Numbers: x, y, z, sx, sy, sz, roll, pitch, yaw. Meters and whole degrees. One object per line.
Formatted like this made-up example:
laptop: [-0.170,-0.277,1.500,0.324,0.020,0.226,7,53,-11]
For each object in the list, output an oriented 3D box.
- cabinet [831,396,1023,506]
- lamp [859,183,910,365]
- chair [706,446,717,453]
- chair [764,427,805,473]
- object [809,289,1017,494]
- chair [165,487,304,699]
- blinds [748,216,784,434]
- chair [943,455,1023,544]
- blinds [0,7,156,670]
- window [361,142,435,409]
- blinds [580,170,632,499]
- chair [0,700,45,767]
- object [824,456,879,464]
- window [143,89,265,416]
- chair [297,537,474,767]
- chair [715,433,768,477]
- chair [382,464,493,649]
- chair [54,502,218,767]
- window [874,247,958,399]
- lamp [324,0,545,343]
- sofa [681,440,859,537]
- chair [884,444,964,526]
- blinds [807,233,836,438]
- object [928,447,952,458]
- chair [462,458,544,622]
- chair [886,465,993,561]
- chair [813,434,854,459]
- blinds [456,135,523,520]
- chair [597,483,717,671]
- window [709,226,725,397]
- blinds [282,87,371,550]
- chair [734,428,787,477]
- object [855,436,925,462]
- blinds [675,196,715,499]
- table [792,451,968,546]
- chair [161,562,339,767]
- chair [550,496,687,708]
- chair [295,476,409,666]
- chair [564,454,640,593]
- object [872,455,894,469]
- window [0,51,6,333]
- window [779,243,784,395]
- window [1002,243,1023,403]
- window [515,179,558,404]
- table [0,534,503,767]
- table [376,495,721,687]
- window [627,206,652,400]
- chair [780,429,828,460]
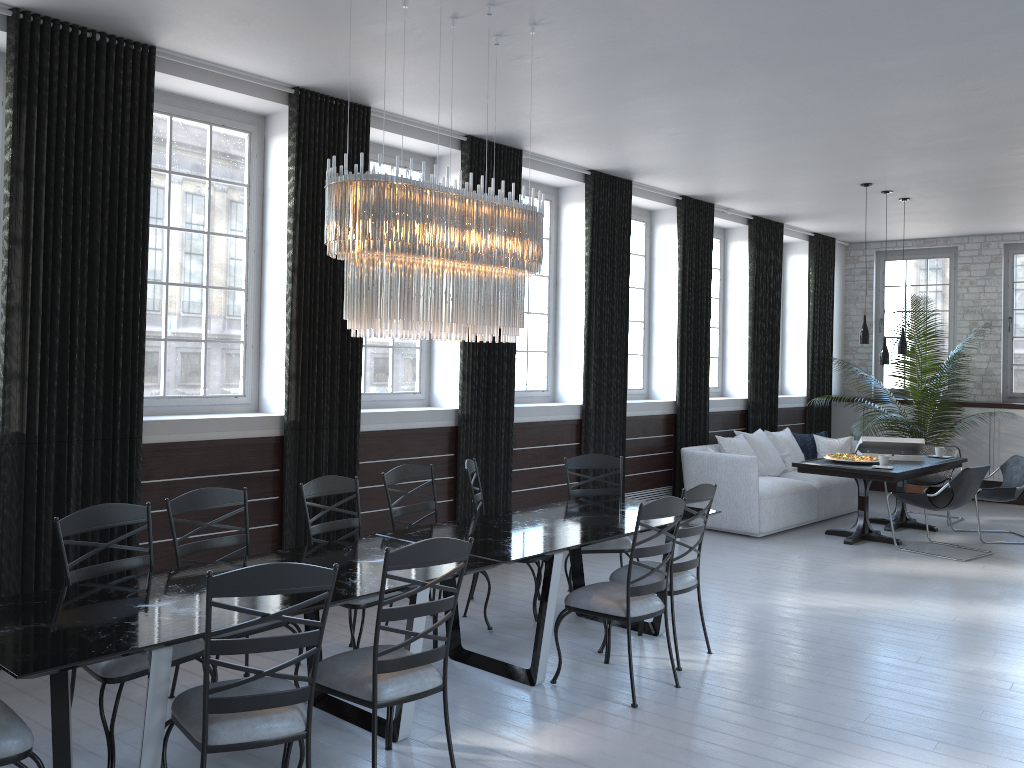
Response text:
cabinet: [5.372,0.006,7.394,7.231,3.001,7.297,2,1,37]
lamp: [3.631,-1.112,8.613,0.114,1.853,1.055,0,-1,44]
chair: [2.008,0.828,8.640,0.234,0.394,0.468,1,1,5]
chair: [2.999,0.723,9.768,0.375,0.465,0.565,1,0,44]
object: [4.770,0.124,10.902,2.400,2.623,1.922,1,0,-6]
chair: [-1.283,0.987,4.084,0.503,0.965,0.496,1,0,45]
blinds: [2.966,-0.268,10.368,0.111,3.315,0.739,0,-1,43]
chair: [4.582,1.075,8.431,0.664,0.778,0.671,1,0,2]
blinds: [-2.285,-0.223,4.670,0.111,3.315,0.739,0,-1,43]
window: [-0.985,-0.809,6.682,0.133,1.992,1.033,0,-1,43]
blinds: [0.858,-0.251,8.110,0.102,3.315,0.623,0,-1,43]
chair: [-1.756,1.014,2.701,0.496,0.965,0.503,1,0,43]
object: [3.203,0.717,8.310,0.532,0.042,0.532,2,2,34]
window: [-2.026,-0.800,5.550,0.133,1.992,1.033,0,-1,43]
chair: [-0.478,1.023,3.302,0.503,0.965,0.496,1,0,44]
chair: [2.342,0.743,9.070,0.360,0.436,0.529,1,0,45]
chair: [-0.445,0.975,5.191,0.503,0.965,0.496,1,0,41]
chair: [-1.526,0.995,3.595,0.503,0.965,0.496,1,0,39]
window: [5.373,-0.804,11.789,1.034,1.992,0.133,1,-1,37]
lamp: [-0.326,-1.022,4.249,0.441,1.626,1.272,1,0,42]
sofa: [2.785,1.018,9.286,0.921,0.771,2.656,2,1,43]
chair: [4.387,1.046,9.382,0.671,0.778,0.664,1,0,42]
blinds: [4.021,-0.278,11.542,0.102,3.315,0.623,0,-1,43]
object: [4.311,0.690,8.937,0.204,0.098,0.175,2,1,42]
chair: [-0.049,0.970,5.661,0.503,0.965,0.496,1,0,4]
chair: [3.768,1.076,7.774,0.670,0.778,0.665,1,0,-38]
chair: [3.618,0.791,9.940,0.457,0.438,0.219,1,0,6]
blinds: [-0.181,-0.242,6.971,0.088,3.315,0.623,0,-1,43]
chair: [0.813,1.007,4.883,0.503,0.965,0.496,1,0,37]
window: [2.154,-0.836,10.082,0.133,1.992,1.033,0,-1,43]
blinds: [-1.216,-0.232,5.829,0.111,3.315,0.604,0,-1,43]
chair: [2.663,0.747,9.418,0.392,0.506,0.597,1,0,44]
object: [3.767,0.623,8.845,0.591,0.216,0.587,1,1,16]
blinds: [1.896,-0.259,9.211,0.099,3.315,0.623,0,-1,43]
table: [3.590,1.087,8.575,0.959,0.703,1.917,2,1,43]
chair: [-0.882,1.025,2.924,0.496,0.965,0.503,1,0,-30]
chair: [0.539,1.015,4.387,0.503,0.965,0.496,1,0,42]
chair: [-0.805,0.978,4.604,0.503,0.956,0.490,1,0,36]
chair: [0.589,0.976,5.935,0.496,0.965,0.503,1,0,0]
object: [3.317,0.698,7.919,0.176,0.097,0.301,2,1,27]
window: [-3.068,-0.791,4.421,0.133,1.992,1.033,0,-1,43]
window: [3.197,-0.845,11.216,0.133,1.992,1.033,0,-1,43]
window: [9.679,-1.102,14.206,8.139,6.072,9.143,2,1,37]
window: [0.062,-0.818,7.817,0.133,1.992,1.033,0,-1,43]
table: [-1.038,1.131,3.465,0.891,0.697,1.995,2,1,41]
table: [0.286,1.119,4.966,0.891,0.697,1.995,2,1,41]
window: [1.107,-0.827,8.951,0.133,1.992,1.033,0,-1,43]
chair: [3.316,0.756,10.088,0.624,0.499,0.333,1,0,-13]
